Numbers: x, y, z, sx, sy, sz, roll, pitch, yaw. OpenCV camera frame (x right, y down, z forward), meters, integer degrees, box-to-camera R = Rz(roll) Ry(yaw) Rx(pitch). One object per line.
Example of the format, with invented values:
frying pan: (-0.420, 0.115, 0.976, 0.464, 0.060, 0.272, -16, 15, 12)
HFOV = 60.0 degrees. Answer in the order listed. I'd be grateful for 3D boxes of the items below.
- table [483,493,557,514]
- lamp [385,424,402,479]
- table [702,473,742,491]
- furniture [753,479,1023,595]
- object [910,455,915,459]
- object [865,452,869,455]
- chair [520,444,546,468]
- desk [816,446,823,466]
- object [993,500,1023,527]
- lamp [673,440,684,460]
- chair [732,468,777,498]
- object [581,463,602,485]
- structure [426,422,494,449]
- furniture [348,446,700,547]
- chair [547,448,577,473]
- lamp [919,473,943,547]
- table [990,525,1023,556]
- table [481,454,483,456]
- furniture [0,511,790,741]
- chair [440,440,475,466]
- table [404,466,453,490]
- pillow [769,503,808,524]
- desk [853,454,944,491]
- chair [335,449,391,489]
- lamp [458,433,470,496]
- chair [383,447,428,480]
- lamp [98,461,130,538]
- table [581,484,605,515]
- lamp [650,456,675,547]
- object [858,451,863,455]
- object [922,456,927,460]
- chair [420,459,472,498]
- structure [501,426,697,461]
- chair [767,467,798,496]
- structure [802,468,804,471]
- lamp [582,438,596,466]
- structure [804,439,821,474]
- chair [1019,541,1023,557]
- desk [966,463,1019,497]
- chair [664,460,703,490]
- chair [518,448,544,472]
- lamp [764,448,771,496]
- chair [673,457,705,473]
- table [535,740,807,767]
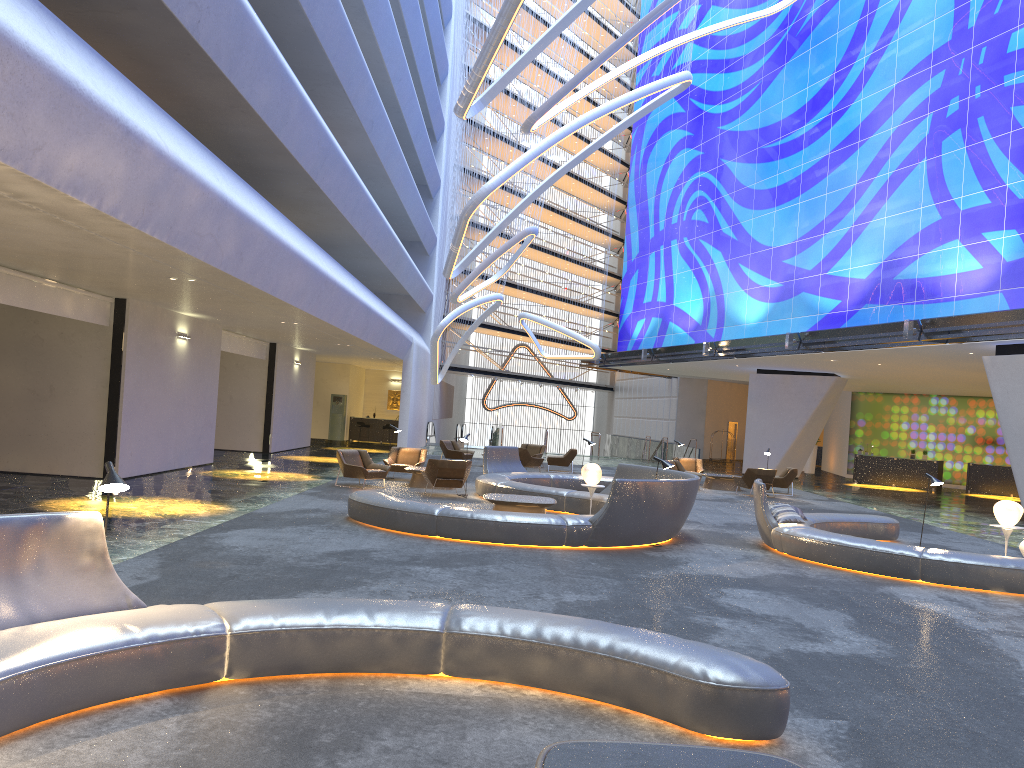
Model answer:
table: (0.117, 2.066, 14.502, 1.203, 0.392, 1.203, 4, -2, 0)
lamp: (-2.850, 1.622, 21.161, 0.384, 1.300, 0.202, 4, 0, 17)
table: (6.030, 2.821, 25.470, 1.203, 0.392, 1.203, 4, -2, 0)
furniture: (6.621, 2.082, 10.824, 5.187, 0.969, 9.928, 4, -2, -8)
object: (14.852, 2.698, 32.844, 0.150, 0.145, 0.150, 3, -1, 33)
object: (13.544, 2.657, 33.827, 0.107, 0.108, 0.111, 3, -1, 34)
chair: (0.587, 2.397, 29.586, 0.928, 0.766, 0.940, 3, -1, 27)
desk: (16.693, 3.967, 49.244, 2.974, 1.097, 0.814, 3, -1, 38)
object: (7.310, 1.909, 13.066, 0.367, 0.387, 0.318, 4, -1, -18)
lamp: (4.979, 2.341, 26.809, 0.384, 1.300, 0.202, 4, 0, 17)
chair: (6.495, 2.614, 23.625, 0.930, 0.766, 0.938, 4, -1, -17)
object: (1.388, 1.579, 15.516, 0.366, 0.387, 0.318, 4, -1, 7)
structure: (-2.689, 6.252, 50.267, 3.016, 8.238, 19.836, 4, -2, 0)
furniture: (1.020, 1.877, 16.485, 5.182, 0.969, 9.937, 3, -2, 17)
chair: (1.573, 2.420, 28.180, 0.938, 0.766, 0.930, 4, -1, 2)
lamp: (6.355, 2.013, 13.498, 0.202, 1.300, 0.384, 4, 0, -25)
table: (7.301, 2.402, 13.112, 0.418, 0.595, 0.427, 4, -1, -26)
table: (-0.328, 2.474, 28.334, 1.202, 0.392, 1.204, 3, -2, 18)
furniture: (-0.734, 1.277, 1.443, 5.186, 0.969, 9.929, 4, -2, -4)
chair: (-1.767, 2.185, 28.035, 0.938, 0.766, 0.930, 3, -1, 24)
table: (-1.800, 2.103, 19.821, 1.203, 0.392, 1.203, 4, -2, -1)
pillow: (4.131, 1.952, 13.438, 0.692, 0.262, 0.878, 4, -2, 8)
desk: (14.513, 3.313, 33.376, 2.974, 1.097, 0.814, 3, -1, 38)
chair: (-3.174, 1.790, 18.653, 0.938, 0.766, 0.930, 3, -1, 33)
lamp: (-0.974, 1.658, 18.204, 0.202, 1.300, 0.384, 4, 0, 16)
chair: (-2.530, 1.913, 21.106, 0.929, 0.766, 0.939, 4, -1, 6)
lamp: (-2.576, 1.148, 5.614, 0.202, 1.300, 0.383, 4, 0, -41)
table: (1.396, 2.073, 15.547, 0.418, 0.595, 0.428, 4, -1, -1)
lamp: (2.134, 1.702, 12.858, 0.384, 1.300, 0.202, 4, 0, 17)
object: (13.343, 2.628, 33.967, 0.149, 0.150, 0.149, 3, -1, 34)
object: (15.198, 2.715, 32.629, 0.150, 0.145, 0.150, 3, -1, 33)
chair: (-1.334, 1.896, 17.977, 0.930, 0.766, 0.938, 4, -1, -17)
structure: (3.725, 6.741, 50.731, 9.304, 8.398, 19.740, 4, -2, 0)
chair: (7.513, 2.728, 25.008, 0.938, 0.766, 0.930, 4, -1, 8)
structure: (13.724, 3.036, 41.302, 0.773, 2.051, 1.021, 4, 0, -29)
lamp: (1.769, 1.939, 21.100, 0.384, 1.300, 0.202, 4, 0, 17)
structure: (13.250, 2.937, 39.217, 1.023, 2.051, 0.772, 4, 0, -22)
chair: (7.751, 2.282, 12.285, 1.156, 0.882, 0.729, 4, -1, 19)
desk: (18.138, 3.519, 32.006, 2.974, 1.097, 0.814, 3, -1, 36)
chair: (4.655, 2.509, 24.302, 0.938, 0.766, 0.930, 3, -1, 33)
chair: (0.350, 2.287, 26.645, 0.940, 0.766, 0.928, 5, -1, -38)
lamp: (6.855, 2.376, 23.853, 0.202, 1.300, 0.384, 4, 0, 16)
chair: (5.300, 2.631, 26.755, 0.929, 0.766, 0.939, 4, -1, 6)
table: (0.669, 1.747, 3.284, 1.203, 0.392, 1.203, 4, -2, 0)
